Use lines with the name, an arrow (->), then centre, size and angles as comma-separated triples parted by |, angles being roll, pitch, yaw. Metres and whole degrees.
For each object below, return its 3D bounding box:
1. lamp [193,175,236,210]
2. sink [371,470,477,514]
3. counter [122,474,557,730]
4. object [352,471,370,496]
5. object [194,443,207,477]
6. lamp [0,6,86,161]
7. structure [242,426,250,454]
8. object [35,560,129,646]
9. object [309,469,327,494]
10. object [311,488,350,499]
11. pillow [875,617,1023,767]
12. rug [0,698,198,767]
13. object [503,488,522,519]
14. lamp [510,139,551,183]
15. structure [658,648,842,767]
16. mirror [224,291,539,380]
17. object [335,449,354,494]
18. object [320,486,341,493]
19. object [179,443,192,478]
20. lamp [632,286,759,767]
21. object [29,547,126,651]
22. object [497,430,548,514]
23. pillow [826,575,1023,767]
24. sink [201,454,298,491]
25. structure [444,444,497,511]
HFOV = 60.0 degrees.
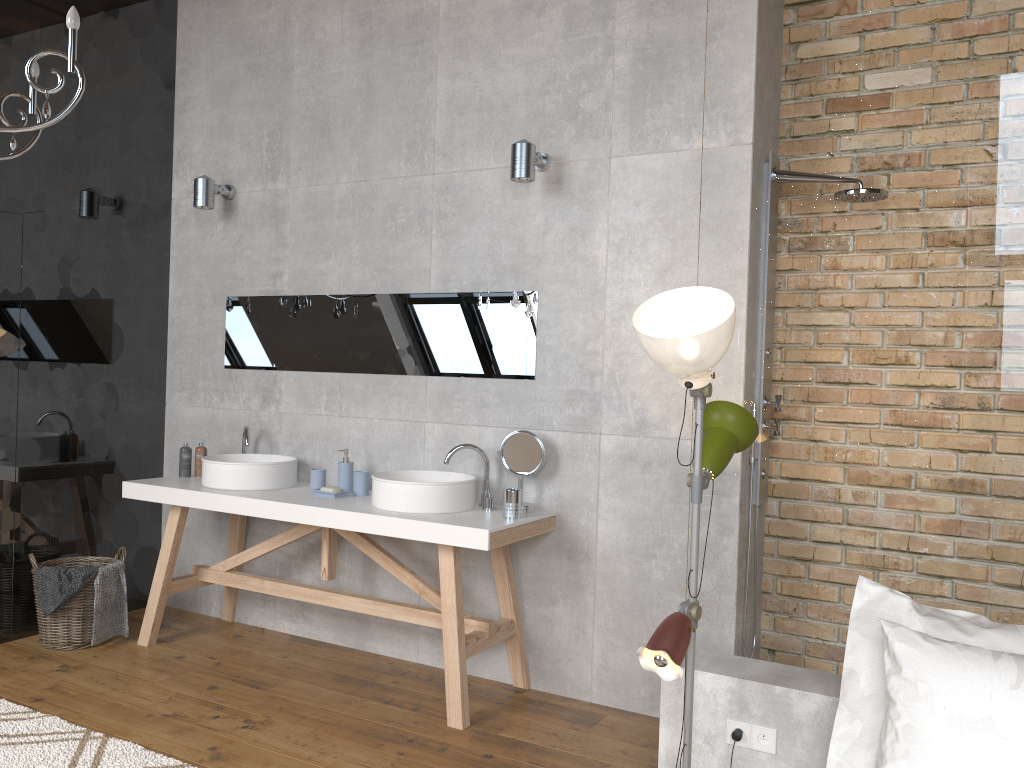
lamp -> -1.527, -0.977, 4.563 | 0.101, 0.168, 0.243 | 2, 1, 29
sink -> -0.371, 0.451, 3.739 | 0.442, 0.128, 0.445 | 2, 1, -7
counter -> -0.825, 0.880, 3.987 | 2.011, 0.765, 0.630 | 2, 1, 29
object -> -0.681, 0.449, 4.005 | 0.075, 0.108, 0.075 | 2, 1, -40
object -> -1.567, 0.382, 4.469 | 0.058, 0.172, 0.058 | 2, 1, 15
lamp -> -1.915, -1.329, 2.279 | 1.409, 1.594, 1.409 | 2, 1, -39
structure -> -1.347, 0.341, 4.428 | 0.242, 0.268, 0.141 | 2, 1, 34
object -> -2.047, 1.013, 4.150 | 0.378, 0.361, 0.357 | 2, 1, 34
object -> -0.880, 0.442, 4.027 | 0.075, 0.108, 0.075 | 2, 1, -25
object -> -0.804, 0.485, 3.929 | 0.147, 0.031, 0.100 | 2, 1, 31
pillow -> 1.152, 0.774, 1.883 | 0.744, 0.397, 0.276 | 2, 1, 29
rug -> -1.156, 1.261, 1.991 | 3.139, 0.019, 1.726 | 2, 1, 29
object -> 0.001, 0.474, 3.516 | 0.073, 0.111, 0.073 | 2, 1, 21
lamp -> 0.080, -0.913, 3.673 | 0.101, 0.168, 0.243 | 2, 1, 29
structure -> 1.717, 1.122, 2.028 | 2.820, 0.494, 0.206 | 2, 1, 29
mirror -> -0.699, -0.238, 4.213 | 1.838, 0.377, 0.007 | 2, 1, 29
object -> -0.762, 0.399, 4.064 | 0.076, 0.201, 0.076 | 2, 1, 22
object -> -0.803, 0.471, 3.928 | 0.084, 0.035, 0.067 | 2, 1, 31
object -> -1.629, 0.380, 4.424 | 0.058, 0.172, 0.058 | 2, 1, 8
lamp -> 0.483, 0.531, 2.425 | 0.270, 1.582, 0.561 | 2, 1, 26
object -> -2.058, 1.003, 4.198 | 0.393, 0.432, 0.393 | 2, 1, 21
object -> 0.039, 0.361, 3.680 | 0.192, 0.338, 0.118 | 2, 1, -15
pillow -> 1.589, 0.796, 1.832 | 1.746, 0.517, 0.358 | 2, 1, 28
sink -> -1.248, 0.416, 4.225 | 0.445, 0.128, 0.442 | 2, 1, 11
structure -> -0.156, 0.389, 3.769 | 0.242, 0.268, 0.141 | 2, 1, 24
